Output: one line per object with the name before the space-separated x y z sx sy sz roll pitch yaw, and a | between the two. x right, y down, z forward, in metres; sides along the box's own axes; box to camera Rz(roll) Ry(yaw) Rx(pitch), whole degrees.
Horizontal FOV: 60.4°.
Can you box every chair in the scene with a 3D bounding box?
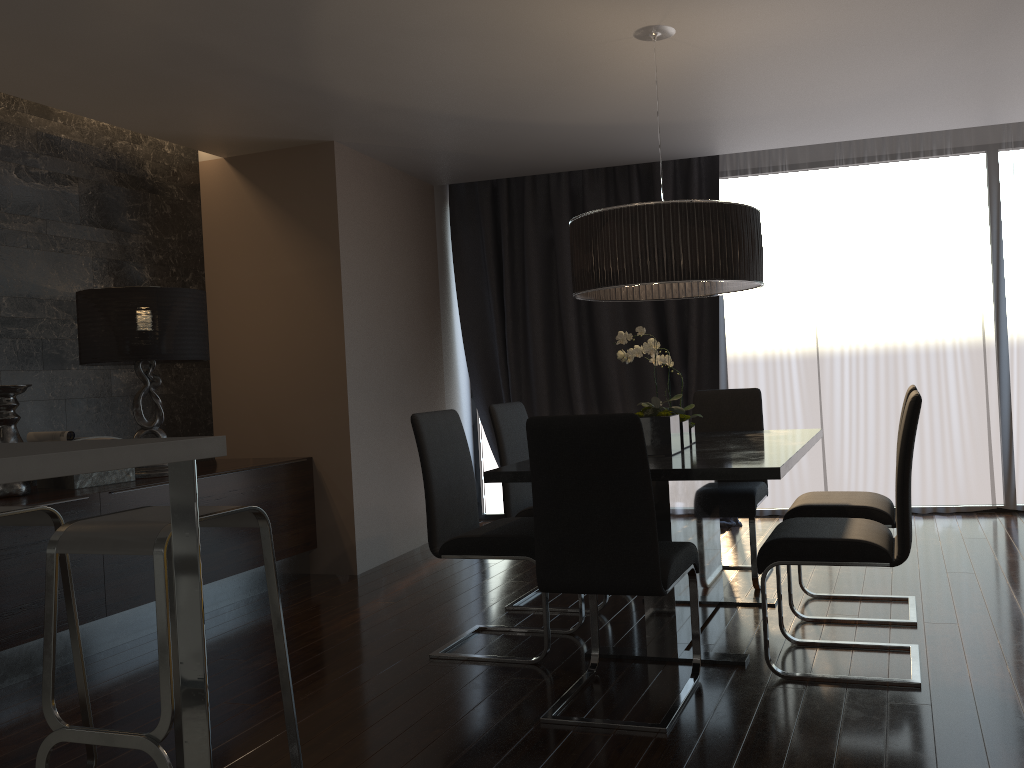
chair | 1.190 0.520 3.156 0.552 0.964 0.443 -3 0 21
chair | -0.835 0.716 2.150 0.406 0.800 0.446 -3 0 22
chair | -0.052 0.582 3.584 0.552 0.964 0.443 -3 0 21
chair | 0.241 0.563 4.249 0.552 0.964 0.443 -3 0 21
chair | 1.080 0.517 4.524 0.413 0.964 0.592 -3 0 22
chair | 0.348 0.566 2.917 0.413 0.964 0.592 -3 0 22
chair | -1.479 0.748 2.372 0.406 0.800 0.446 -3 0 22
chair | 1.483 0.501 3.821 0.552 0.964 0.443 -3 0 21

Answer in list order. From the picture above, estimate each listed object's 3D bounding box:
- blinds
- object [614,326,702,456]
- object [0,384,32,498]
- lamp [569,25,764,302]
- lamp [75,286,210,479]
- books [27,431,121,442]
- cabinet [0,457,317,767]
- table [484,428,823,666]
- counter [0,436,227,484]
blinds | 3.135 -0.555 5.756 7.331 2.894 0.764 -3 0 11
object | 0.594 0.018 3.636 0.301 0.501 0.592 -3 0 19
object | -2.193 0.247 3.817 0.217 0.485 0.200 -3 0 -21
lamp | 0.626 -0.935 3.695 0.847 1.102 0.761 -3 0 -44
lamp | -1.868 -0.002 4.512 0.625 0.933 0.560 -3 0 -42
books | -2.061 0.269 4.162 0.307 0.109 0.286 -3 0 31
cabinet | -1.256 -0.108 1.382 4.290 2.500 7.170 -3 0 23
table | 0.729 0.643 3.707 1.003 0.760 1.660 -3 0 23
counter | -2.646 0.243 0.289 2.597 0.041 4.175 -3 0 22
